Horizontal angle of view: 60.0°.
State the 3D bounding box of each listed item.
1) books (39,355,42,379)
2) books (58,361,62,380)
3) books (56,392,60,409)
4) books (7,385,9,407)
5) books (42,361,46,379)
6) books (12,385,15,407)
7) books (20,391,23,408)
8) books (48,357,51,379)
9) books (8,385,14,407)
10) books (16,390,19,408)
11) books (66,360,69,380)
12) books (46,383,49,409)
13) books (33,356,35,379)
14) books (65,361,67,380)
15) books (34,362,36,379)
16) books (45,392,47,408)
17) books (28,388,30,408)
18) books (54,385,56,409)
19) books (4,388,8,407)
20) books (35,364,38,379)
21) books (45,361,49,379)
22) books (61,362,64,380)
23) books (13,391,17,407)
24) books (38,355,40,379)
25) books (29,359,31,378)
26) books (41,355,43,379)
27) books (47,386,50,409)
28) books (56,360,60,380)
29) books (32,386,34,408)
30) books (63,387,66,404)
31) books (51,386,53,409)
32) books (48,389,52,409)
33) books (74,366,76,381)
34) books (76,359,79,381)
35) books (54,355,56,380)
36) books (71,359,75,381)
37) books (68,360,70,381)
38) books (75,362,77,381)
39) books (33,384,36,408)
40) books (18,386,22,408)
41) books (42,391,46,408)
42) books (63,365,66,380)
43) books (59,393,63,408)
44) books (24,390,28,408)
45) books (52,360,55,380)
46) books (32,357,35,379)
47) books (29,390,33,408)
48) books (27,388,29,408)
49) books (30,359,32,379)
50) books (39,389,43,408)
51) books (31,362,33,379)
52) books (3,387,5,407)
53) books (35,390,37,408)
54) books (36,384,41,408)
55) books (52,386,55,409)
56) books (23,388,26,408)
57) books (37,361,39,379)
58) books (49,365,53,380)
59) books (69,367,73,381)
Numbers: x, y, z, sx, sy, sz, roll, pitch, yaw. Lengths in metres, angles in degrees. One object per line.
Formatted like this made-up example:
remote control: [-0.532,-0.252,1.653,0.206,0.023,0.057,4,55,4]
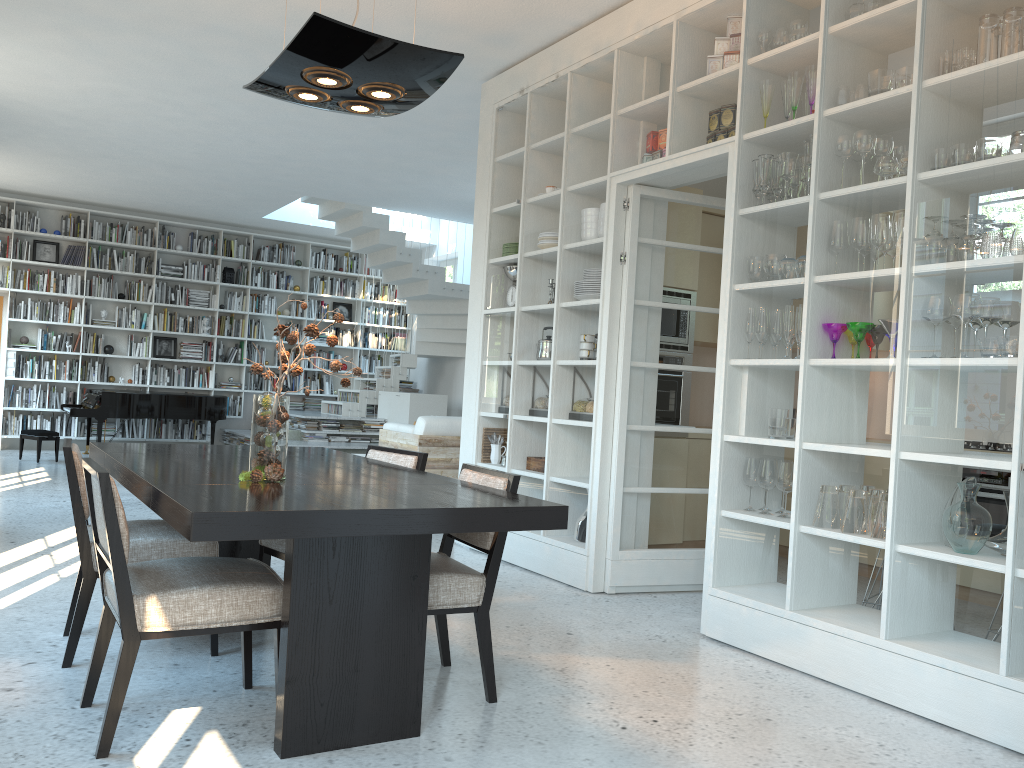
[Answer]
books: [-6.037,-0.214,11.347,0.019,0.300,0.180,3,0,-31]
books: [-5.852,-0.176,11.469,0.028,0.249,0.159,3,0,-31]
books: [-5.881,0.212,11.475,0.059,0.216,0.177,3,0,-31]
books: [-6.349,0.150,11.167,0.011,0.277,0.189,3,0,-31]
books: [-6.017,-0.178,11.395,0.045,0.230,0.138,3,0,-31]
books: [-6.311,0.155,11.223,0.010,0.273,0.150,3,0,-31]
books: [-6.236,0.197,11.277,0.025,0.200,0.137,3,0,-31]
books: [-5.958,-0.200,11.409,0.014,0.282,0.150,3,0,-31]
books: [-6.327,0.148,11.190,0.052,0.283,0.172,3,0,-31]
books: [-6.267,0.184,11.226,0.022,0.220,0.187,3,0,-31]
books: [-5.778,-0.180,11.508,0.021,0.265,0.185,3,0,-31]
books: [-5.977,0.151,11.399,0.014,0.325,0.170,3,0,-31]
books: [-6.095,-0.211,11.309,0.007,0.286,0.182,3,0,-31]
books: [-5.801,-0.171,11.515,0.010,0.246,0.160,3,0,-31]
books: [-6.091,-0.177,11.320,0.015,0.219,0.190,3,0,-31]
books: [-6.003,0.208,11.409,0.013,0.209,0.154,3,0,-31]
books: [-6.150,0.176,11.291,0.010,0.252,0.177,3,0,-31]
books: [-5.908,0.168,11.455,0.013,0.301,0.172,3,0,-31]
books: [-6.376,0.168,11.170,0.029,0.239,0.154,3,0,-31]
books: [-6.076,-0.161,11.325,0.016,0.189,0.183,3,0,-31]
books: [-5.977,-0.175,11.399,0.027,0.230,0.159,3,0,-31]
books: [-5.837,-0.165,11.495,0.025,0.229,0.153,3,0,-31]
books: [-6.299,0.194,11.233,0.024,0.198,0.148,3,0,-31]
books: [-6.067,-0.215,11.370,0.009,0.299,0.141,3,0,-31]
books: [-6.142,-0.193,11.298,0.014,0.243,0.171,3,0,-31]
books: [-6.029,-0.217,11.365,0.012,0.306,0.189,3,0,-31]
books: [-5.971,0.166,11.412,0.012,0.295,0.176,3,0,-31]
books: [-5.873,-0.184,11.450,0.028,0.260,0.181,3,0,-31]
books: [-6.132,0.167,11.339,0.013,0.273,0.146,3,0,-31]
books: [-5.823,0.180,11.521,0.025,0.288,0.130,3,0,-31]
books: [-5.947,0.174,11.451,0.013,0.284,0.139,3,0,-31]
books: [-5.965,0.188,11.438,0.029,0.254,0.153,3,0,-31]
books: [-5.720,-0.136,11.582,0.023,0.187,0.130,3,0,-31]
books: [-5.686,-0.180,11.596,0.024,0.280,0.135,3,0,-31]
books: [-5.896,-0.216,11.444,0.021,0.323,0.171,3,0,-31]
books: [-5.716,-0.186,11.544,0.014,0.286,0.179,3,0,-31]
books: [-5.773,-0.176,11.533,0.013,0.260,0.142,3,0,-31]
books: [-5.691,-0.161,11.568,0.010,0.240,0.174,3,0,-31]
books: [-6.111,0.155,11.343,0.027,0.299,0.142,3,0,-31]
books: [-6.246,0.163,11.245,0.029,0.266,0.171,3,0,-31]
books: [-6.020,0.199,11.399,0.028,0.225,0.134,3,0,-31]
books: [-5.819,-0.146,11.510,0.023,0.194,0.140,3,0,-31]
books: [-5.853,0.221,11.514,0.030,0.203,0.142,3,0,-31]
books: [-6.179,0.188,11.277,0.028,0.223,0.189,3,0,-31]
books: [-5.918,-0.183,11.435,0.026,0.254,0.176,3,0,-31]
books: [-6.115,-0.208,11.325,0.009,0.278,0.157,3,0,-31]
books: [-6.141,0.188,11.312,0.028,0.229,0.157,3,0,-31]
books: [-6.162,0.173,11.289,0.013,0.257,0.189,3,0,-31]
books: [-6.125,-0.193,11.292,0.009,0.244,0.184,3,0,-31]
books: [-6.047,0.190,11.387,0.031,0.239,0.132,3,0,-31]
books: [-6.132,-0.176,11.326,0.016,0.211,0.146,3,0,-31]
books: [-6.400,0.159,11.171,0.012,0.254,0.161,3,0,-31]
books: [-6.098,0.190,11.355,0.012,0.232,0.148,3,0,-31]
books: [-6.063,0.154,11.351,0.039,0.307,0.172,3,0,-31]
books: [-5.926,0.172,11.450,0.022,0.290,0.137,3,0,-31]
books: [-6.217,0.174,11.293,0.022,0.248,0.133,3,0,-31]
books: [-6.079,-0.182,11.362,0.016,0.230,0.136,3,0,-31]
books: [-5.938,-0.148,11.412,0.029,0.181,0.190,3,0,-31]
books: [-5.753,-0.136,11.547,0.041,0.181,0.141,3,0,-31]
